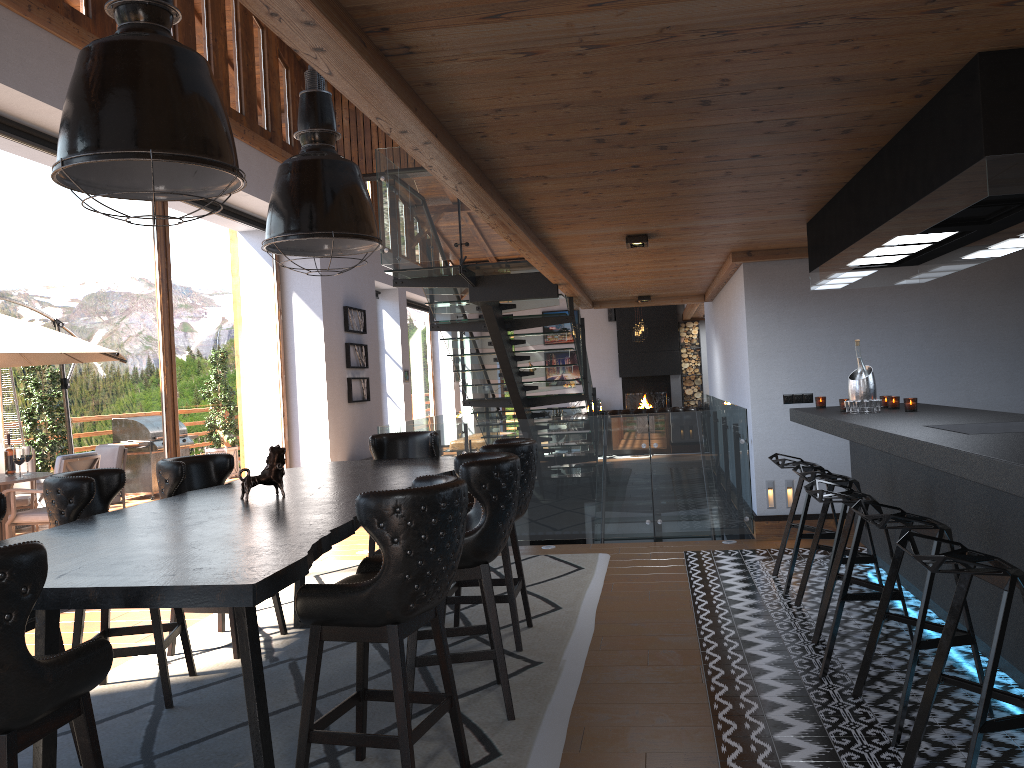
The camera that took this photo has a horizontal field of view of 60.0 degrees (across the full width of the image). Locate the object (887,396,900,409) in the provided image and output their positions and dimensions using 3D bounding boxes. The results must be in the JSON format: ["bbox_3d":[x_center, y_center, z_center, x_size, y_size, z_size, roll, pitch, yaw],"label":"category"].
[{"bbox_3d":[2.457,0.121,5.705,0.080,0.081,0.078,-3,0,-27],"label":"object"}]

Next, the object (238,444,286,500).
[{"bbox_3d":[-1.174,0.414,4.169,0.223,0.253,0.115,-3,-1,-29],"label":"object"}]

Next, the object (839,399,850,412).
[{"bbox_3d":[2.161,0.137,5.742,0.080,0.081,0.078,-3,0,-27],"label":"object"}]

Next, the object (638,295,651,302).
[{"bbox_3d":[1.635,-1.055,10.941,0.155,0.068,0.262,-3,0,9],"label":"object"}]

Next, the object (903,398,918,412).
[{"bbox_3d":[2.396,0.125,5.325,0.080,0.081,0.078,-3,0,-27],"label":"object"}]

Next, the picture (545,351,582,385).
[{"bbox_3d":[1.231,-0.368,21.299,0.876,0.816,0.036,-3,-1,8],"label":"picture"}]

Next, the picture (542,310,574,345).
[{"bbox_3d":[1.177,-1.362,21.310,0.876,0.816,0.036,-3,-1,8],"label":"picture"}]

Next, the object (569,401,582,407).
[{"bbox_3d":[1.505,0.517,20.914,0.261,0.532,0.423,-3,0,-23],"label":"object"}]

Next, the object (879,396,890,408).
[{"bbox_3d":[2.487,0.120,5.893,0.080,0.081,0.078,-3,0,-27],"label":"object"}]

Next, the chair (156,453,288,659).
[{"bbox_3d":[-1.670,0.952,4.989,0.564,1.092,0.507,-3,-1,17],"label":"chair"}]

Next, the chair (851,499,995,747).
[{"bbox_3d":[1.621,0.893,3.484,0.468,0.839,0.540,-3,0,6],"label":"chair"}]

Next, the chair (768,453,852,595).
[{"bbox_3d":[1.927,0.874,5.723,0.467,0.839,0.540,-3,0,9],"label":"chair"}]

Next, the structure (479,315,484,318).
[{"bbox_3d":[-0.677,-1.495,21.484,0.213,0.349,0.214,-3,0,8],"label":"structure"}]

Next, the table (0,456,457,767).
[{"bbox_3d":[-1.028,1.000,4.195,1.424,0.950,3.810,-3,0,9],"label":"table"}]

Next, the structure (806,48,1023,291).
[{"bbox_3d":[2.115,-0.872,4.395,0.708,0.476,3.261,-3,0,9],"label":"structure"}]

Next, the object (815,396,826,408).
[{"bbox_3d":[2.233,0.133,6.412,0.078,0.081,0.080,-3,0,43],"label":"object"}]

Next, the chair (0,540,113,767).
[{"bbox_3d":[-1.329,0.927,2.178,0.502,1.092,0.570,-3,-1,8],"label":"chair"}]

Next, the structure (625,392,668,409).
[{"bbox_3d":[3.134,0.462,20.643,0.979,0.514,0.184,-3,-1,8],"label":"structure"}]

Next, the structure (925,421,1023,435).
[{"bbox_3d":[2.101,0.192,3.771,0.502,0.017,0.612,-3,0,9],"label":"structure"}]

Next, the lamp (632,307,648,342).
[{"bbox_3d":[2.555,-1.974,18.216,0.261,2.202,0.802,-3,-1,0],"label":"lamp"}]

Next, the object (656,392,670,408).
[{"bbox_3d":[3.465,0.698,20.218,0.311,1.018,0.304,-3,-1,-36],"label":"object"}]

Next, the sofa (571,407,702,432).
[{"bbox_3d":[2.319,0.848,16.065,2.558,0.838,1.243,-3,0,7],"label":"sofa"}]

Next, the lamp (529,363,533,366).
[{"bbox_3d":[0.093,0.438,20.291,0.522,1.899,1.336,-3,-1,30],"label":"lamp"}]

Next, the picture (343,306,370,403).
[{"bbox_3d":[-2.160,-0.403,12.368,0.059,1.312,0.777,-3,0,9],"label":"picture"}]

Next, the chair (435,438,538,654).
[{"bbox_3d":[-0.114,0.858,4.829,0.566,1.092,0.505,-3,-1,7],"label":"chair"}]

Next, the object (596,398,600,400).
[{"bbox_3d":[1.946,0.520,20.920,0.337,0.455,0.337,-3,0,34],"label":"object"}]

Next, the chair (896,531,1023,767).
[{"bbox_3d":[1.471,0.901,2.719,0.467,0.839,0.541,-3,0,10],"label":"chair"}]

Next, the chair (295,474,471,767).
[{"bbox_3d":[-0.412,0.886,3.064,0.564,1.092,0.507,-3,-1,17],"label":"chair"}]

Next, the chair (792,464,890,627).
[{"bbox_3d":[1.850,0.879,4.968,0.468,0.839,0.540,-3,0,6],"label":"chair"}]

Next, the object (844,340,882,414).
[{"bbox_3d":[2.161,-0.048,5.482,0.225,0.452,0.225,-3,-1,8],"label":"object"}]

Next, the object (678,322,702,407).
[{"bbox_3d":[4.177,-0.139,20.645,0.492,2.612,0.468,-3,-1,8],"label":"object"}]

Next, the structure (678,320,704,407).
[{"bbox_3d":[4.182,-0.145,20.635,0.500,2.617,0.513,-3,-1,8],"label":"structure"}]

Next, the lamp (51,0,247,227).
[{"bbox_3d":[-1.363,-2.901,3.095,0.629,4.685,0.614,-3,-1,-37],"label":"lamp"}]

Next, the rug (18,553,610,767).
[{"bbox_3d":[-0.892,1.448,4.502,2.543,0.047,5.651,-3,0,9],"label":"rug"}]

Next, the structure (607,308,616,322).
[{"bbox_3d":[2.381,-1.660,21.067,0.213,0.349,0.214,-3,0,8],"label":"structure"}]

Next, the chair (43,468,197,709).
[{"bbox_3d":[-1.865,0.954,4.185,0.570,1.092,0.502,-3,-1,-8],"label":"chair"}]

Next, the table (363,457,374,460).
[{"bbox_3d":[-1.715,1.256,12.326,0.682,0.470,1.259,-3,0,9],"label":"table"}]

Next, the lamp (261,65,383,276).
[{"bbox_3d":[-1.109,-2.916,4.673,0.629,4.685,0.614,-3,-1,-37],"label":"lamp"}]

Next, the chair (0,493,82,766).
[{"bbox_3d":[-1.969,0.960,3.224,0.566,1.092,0.505,-3,-1,7],"label":"chair"}]

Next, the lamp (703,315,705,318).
[{"bbox_3d":[4.345,-1.514,19.756,0.155,0.068,0.262,-3,0,9],"label":"lamp"}]

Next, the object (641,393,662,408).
[{"bbox_3d":[2.800,0.478,17.551,0.403,0.808,0.624,-3,0,20],"label":"object"}]

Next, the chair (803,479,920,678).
[{"bbox_3d":[1.654,0.890,4.201,0.466,0.839,0.542,-3,0,15],"label":"chair"}]

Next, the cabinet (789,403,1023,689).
[{"bbox_3d":[2.162,0.732,4.193,0.885,1.104,4.817,-3,0,9],"label":"cabinet"}]

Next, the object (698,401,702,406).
[{"bbox_3d":[4.274,0.770,20.305,0.268,0.795,0.262,-3,-1,-8],"label":"object"}]

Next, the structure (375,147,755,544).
[{"bbox_3d":[-2.010,1.120,9.730,9.179,6.399,11.064,-3,0,9],"label":"structure"}]

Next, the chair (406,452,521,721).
[{"bbox_3d":[-0.218,0.865,3.868,0.570,1.092,0.502,-3,-1,-8],"label":"chair"}]

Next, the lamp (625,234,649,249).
[{"bbox_3d":[0.881,-1.010,6.242,0.155,0.068,0.262,-3,0,9],"label":"lamp"}]

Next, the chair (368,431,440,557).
[{"bbox_3d":[-0.742,0.891,6.176,0.502,1.092,0.570,-3,-1,8],"label":"chair"}]
